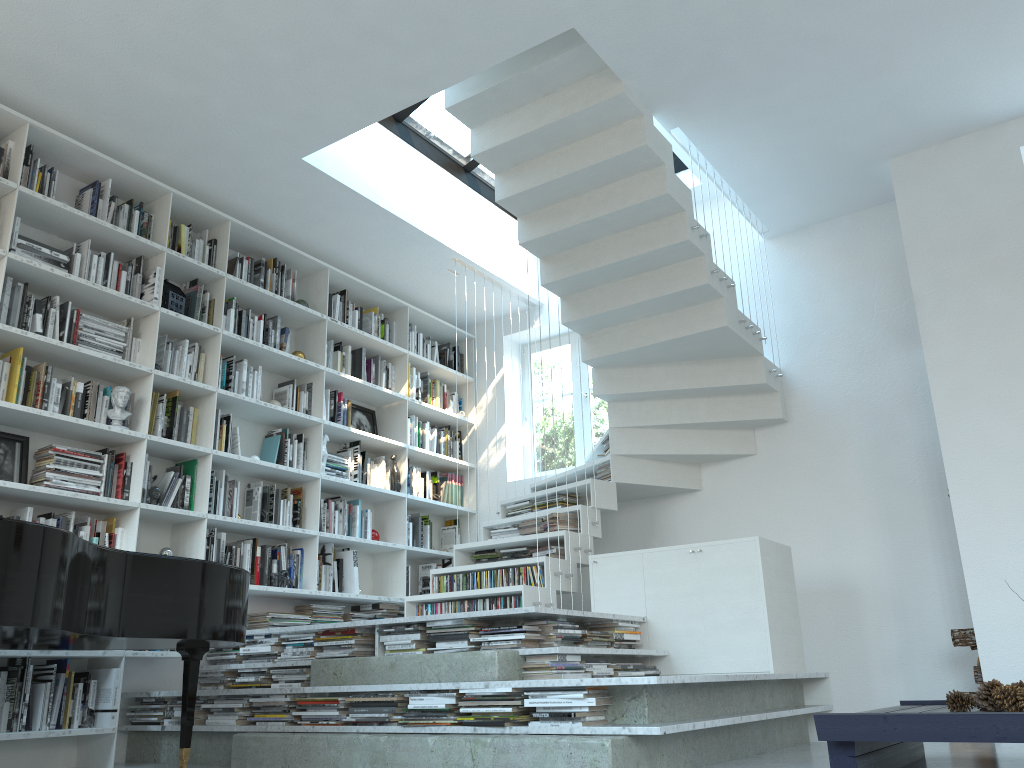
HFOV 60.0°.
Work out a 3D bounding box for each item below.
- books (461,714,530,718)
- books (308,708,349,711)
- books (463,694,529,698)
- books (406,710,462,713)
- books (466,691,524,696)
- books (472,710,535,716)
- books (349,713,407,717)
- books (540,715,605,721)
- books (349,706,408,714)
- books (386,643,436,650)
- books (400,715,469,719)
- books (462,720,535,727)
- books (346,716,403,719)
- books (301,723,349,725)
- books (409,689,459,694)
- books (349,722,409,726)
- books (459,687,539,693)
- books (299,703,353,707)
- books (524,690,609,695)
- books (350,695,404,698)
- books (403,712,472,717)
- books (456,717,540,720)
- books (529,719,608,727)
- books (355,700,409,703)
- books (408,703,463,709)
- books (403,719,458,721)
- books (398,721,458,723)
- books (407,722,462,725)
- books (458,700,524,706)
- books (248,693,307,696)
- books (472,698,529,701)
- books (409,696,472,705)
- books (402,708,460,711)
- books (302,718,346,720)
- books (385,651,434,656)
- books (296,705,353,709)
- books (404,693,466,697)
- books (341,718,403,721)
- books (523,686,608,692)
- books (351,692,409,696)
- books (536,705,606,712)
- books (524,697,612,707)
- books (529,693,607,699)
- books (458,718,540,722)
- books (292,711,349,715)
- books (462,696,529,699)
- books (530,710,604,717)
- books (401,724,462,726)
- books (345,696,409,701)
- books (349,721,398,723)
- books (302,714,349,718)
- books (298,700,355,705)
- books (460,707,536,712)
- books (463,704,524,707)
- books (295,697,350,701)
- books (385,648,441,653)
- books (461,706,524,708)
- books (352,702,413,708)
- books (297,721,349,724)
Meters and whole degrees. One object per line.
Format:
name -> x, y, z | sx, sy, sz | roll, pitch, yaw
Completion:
books -> -0.039, 1.279, 3.419 | 0.268, 0.006, 0.171 | -14, -22, 32
books -> -0.788, 1.439, 3.925 | 0.180, 0.013, 0.140 | -14, -22, 33
books -> -0.035, 1.212, 3.449 | 0.284, 0.008, 0.133 | -12, -21, 28
books -> -0.282, 1.325, 3.593 | 0.267, 0.010, 0.145 | -13, -22, 31
books -> -0.048, 1.198, 3.435 | 0.196, 0.010, 0.178 | -16, -23, 36
books -> -0.034, 1.272, 3.429 | 0.197, 0.014, 0.154 | -14, -22, 32
books -> -0.544, 1.393, 3.737 | 0.220, 0.011, 0.178 | -15, -23, 34
books -> 0.224, 1.231, 3.270 | 0.205, 0.014, 0.132 | -14, -22, 32
books -> -0.543, 1.376, 3.745 | 0.244, 0.025, 0.161 | -12, -21, 27
books -> -0.494, 1.296, 4.370 | 0.192, 0.024, 0.167 | -14, -22, 33
books -> -0.291, 1.341, 3.572 | 0.268, 0.008, 0.180 | -13, -22, 31
books -> -0.049, 1.299, 3.396 | 0.209, 0.016, 0.191 | -16, -23, 36
books -> -0.538, 1.404, 3.742 | 0.290, 0.008, 0.147 | -12, -21, 28
books -> -0.789, 1.495, 3.903 | 0.236, 0.008, 0.148 | -13, -22, 31
books -> -0.288, 1.251, 3.610 | 0.215, 0.014, 0.157 | -15, -23, 34
books -> -0.536, 1.429, 3.735 | 0.291, 0.012, 0.142 | -16, -23, 36
books -> -0.048, 1.185, 3.439 | 0.257, 0.016, 0.183 | -15, -23, 35
books -> -0.796, 1.417, 3.921 | 0.242, 0.009, 0.170 | -14, -22, 32
books -> 0.203, 1.138, 3.273 | 0.266, 0.010, 0.177 | -12, -21, 28
books -> -0.538, 1.326, 3.771 | 0.269, 0.007, 0.157 | -14, -22, 32
books -> -0.295, 1.329, 3.571 | 0.215, 0.013, 0.189 | -13, -22, 30
books -> -0.047, 1.281, 3.405 | 0.275, 0.006, 0.191 | -15, -23, 34
books -> 0.207, 1.239, 3.241 | 0.230, 0.017, 0.184 | -15, -23, 34
books -> -0.536, 1.347, 3.766 | 0.217, 0.008, 0.150 | -13, -22, 31
books -> -0.293, 1.300, 3.583 | 0.183, 0.016, 0.180 | -12, -21, 29
books -> -0.287, 1.350, 3.574 | 0.276, 0.009, 0.159 | -15, -23, 35
books -> -0.288, 1.356, 3.571 | 0.297, 0.005, 0.171 | -13, -22, 31
books -> -0.286, 1.364, 3.572 | 0.236, 0.008, 0.148 | -16, -23, 37
books -> -0.046, 1.231, 3.426 | 0.281, 0.013, 0.168 | -12, -21, 27
books -> -1.064, 1.430, 4.085 | 0.225, 0.005, 0.193 | -12, -21, 28
books -> -0.034, 1.226, 3.446 | 0.210, 0.009, 0.134 | -16, -23, 36
books -> -0.286, 1.283, 3.602 | 0.223, 0.028, 0.141 | -12, -21, 27
books -> -0.292, 1.312, 3.581 | 0.261, 0.007, 0.172 | -15, -23, 35
books -> -0.785, 1.476, 3.916 | 0.269, 0.009, 0.132 | -14, -22, 33
books -> -0.489, 1.330, 4.367 | 0.262, 0.016, 0.132 | -16, -23, 37
books -> -0.793, 1.427, 3.921 | 0.298, 0.009, 0.156 | -14, -22, 33
books -> -0.287, 1.263, 3.606 | 0.288, 0.013, 0.139 | -16, -23, 37
books -> -0.549, 1.407, 3.724 | 0.291, 0.009, 0.190 | -15, -23, 35
books -> 0.199, 1.125, 3.271 | 0.257, 0.014, 0.192 | -12, -21, 28
books -> -0.540, 1.319, 3.771 | 0.239, 0.008, 0.160 | -14, -22, 33
books -> 0.220, 1.198, 3.277 | 0.224, 0.019, 0.137 | -14, -22, 33
books -> 0.208, 1.171, 3.268 | 0.288, 0.027, 0.157 | -12, -21, 27
books -> 0.208, 1.151, 3.275 | 0.243, 0.015, 0.165 | -16, -23, 36
books -> -0.043, 1.290, 3.408 | 0.277, 0.009, 0.178 | -13, -22, 30
books -> -0.800, 1.446, 3.904 | 0.287, 0.013, 0.182 | -14, -22, 33
books -> -0.042, 1.215, 3.438 | 0.251, 0.006, 0.176 | -14, -22, 32
books -> 0.203, 1.207, 3.246 | 0.206, 0.017, 0.188 | -16, -23, 36
books -> -0.297, 1.365, 3.554 | 0.225, 0.005, 0.193 | -12, -21, 28
books -> -0.545, 1.333, 3.757 | 0.281, 0.014, 0.171 | -12, -21, 29
books -> -0.537, 1.420, 3.738 | 0.263, 0.007, 0.155 | -15, -23, 34
books -> -0.789, 1.464, 3.914 | 0.249, 0.014, 0.130 | -12, -21, 27
books -> -0.801, 1.405, 3.918 | 0.236, 0.014, 0.166 | -12, -21, 27
books -> -0.046, 1.253, 3.417 | 0.246, 0.015, 0.191 | -14, -22, 33
books -> -0.034, 1.245, 3.439 | 0.292, 0.007, 0.131 | -12, -21, 28
books -> -0.803, 1.392, 3.919 | 0.249, 0.012, 0.179 | -12, -21, 29
books -> -0.484, 1.318, 4.378 | 0.258, 0.013, 0.136 | -14, -22, 32
books -> -0.039, 1.247, 3.430 | 0.291, 0.004, 0.150 | -16, -23, 36
books -> -0.537, 1.359, 3.760 | 0.239, 0.017, 0.143 | -12, -21, 28
books -> -0.798, 1.483, 3.894 | 0.254, 0.008, 0.161 | -16, -23, 37
